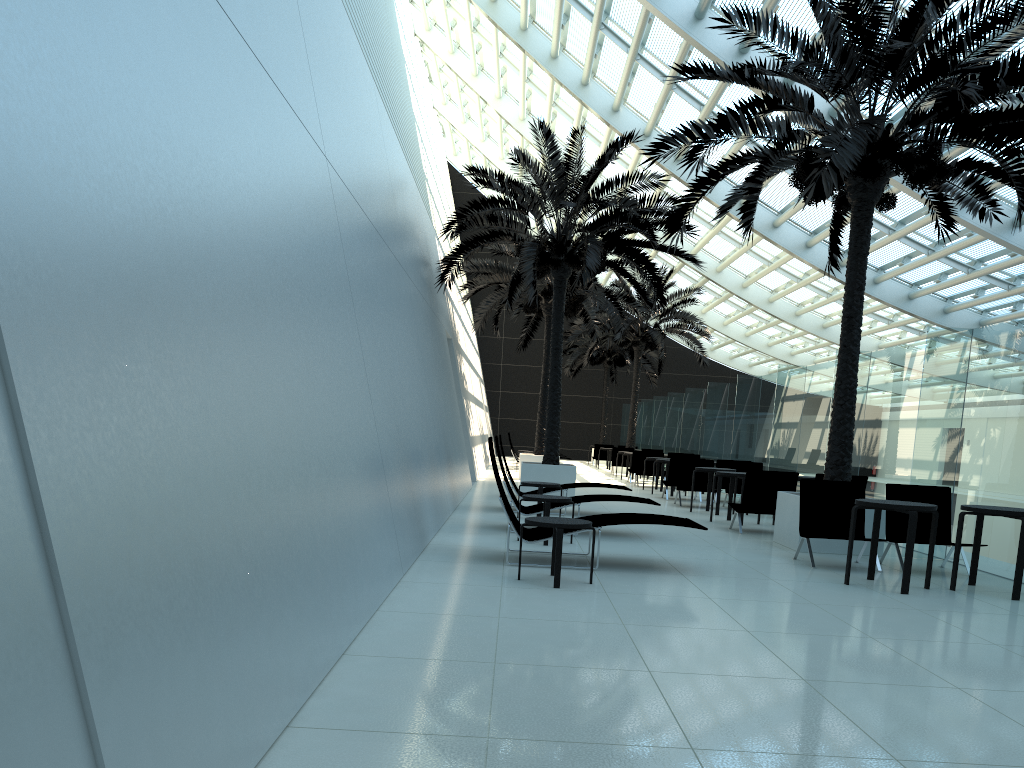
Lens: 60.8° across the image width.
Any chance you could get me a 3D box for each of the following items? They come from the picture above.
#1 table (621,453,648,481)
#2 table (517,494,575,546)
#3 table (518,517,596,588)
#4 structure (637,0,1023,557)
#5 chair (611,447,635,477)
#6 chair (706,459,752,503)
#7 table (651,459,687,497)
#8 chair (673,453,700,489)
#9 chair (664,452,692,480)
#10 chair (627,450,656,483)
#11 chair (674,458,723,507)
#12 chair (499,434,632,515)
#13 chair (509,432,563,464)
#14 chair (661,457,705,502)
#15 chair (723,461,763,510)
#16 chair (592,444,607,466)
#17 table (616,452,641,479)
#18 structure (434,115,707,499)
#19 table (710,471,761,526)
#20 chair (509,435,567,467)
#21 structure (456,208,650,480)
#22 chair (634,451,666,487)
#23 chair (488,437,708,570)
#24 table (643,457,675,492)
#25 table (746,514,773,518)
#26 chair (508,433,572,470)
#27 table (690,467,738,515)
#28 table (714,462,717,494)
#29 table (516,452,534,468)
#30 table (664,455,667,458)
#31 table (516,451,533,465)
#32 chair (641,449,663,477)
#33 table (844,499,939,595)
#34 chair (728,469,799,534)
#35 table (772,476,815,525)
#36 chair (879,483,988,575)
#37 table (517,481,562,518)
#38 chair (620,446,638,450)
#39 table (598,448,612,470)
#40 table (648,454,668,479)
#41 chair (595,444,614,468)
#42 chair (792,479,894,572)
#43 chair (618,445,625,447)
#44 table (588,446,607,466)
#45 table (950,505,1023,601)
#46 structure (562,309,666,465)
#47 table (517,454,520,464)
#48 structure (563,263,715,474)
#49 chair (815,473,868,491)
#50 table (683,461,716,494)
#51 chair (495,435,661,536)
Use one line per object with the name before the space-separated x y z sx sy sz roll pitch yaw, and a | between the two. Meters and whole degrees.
table | 3.507 2.364 24.806 0.673 0.789 0.679 6 4 43
table | 0.380 1.520 9.779 0.548 0.523 0.554 5 3 43
table | 0.368 1.382 7.210 0.548 0.523 0.554 5 3 43
structure | 4.064 -1.503 10.179 4.801 7.100 4.409 5 5 19
chair | 3.538 2.453 27.504 0.716 0.897 0.879 3 2 0
chair | 4.440 1.996 17.990 0.716 0.897 0.879 3 2 0
table | 3.481 2.063 19.170 0.673 0.789 0.679 6 4 43
chair | 4.444 2.206 21.931 0.716 0.897 0.879 3 2 0
chair | 4.466 2.298 23.626 0.716 0.897 0.879 3 2 0
chair | 3.535 2.246 23.623 0.716 0.897 0.879 3 2 0
chair | 3.487 1.852 16.280 0.716 0.897 0.879 3 2 0
chair | 0.796 1.412 13.469 2.036 1.171 0.912 3 3 0
chair | 0.885 2.450 32.864 2.036 1.171 0.912 3 3 0
chair | 3.509 1.945 17.988 0.716 0.897 0.879 3 2 0
chair | 4.418 1.904 16.283 0.716 0.897 0.879 3 2 0
chair | 3.586 2.849 34.884 0.716 0.897 0.879 3 2 0
table | 3.522 2.441 26.235 0.673 0.789 0.678 6 4 38
structure | 0.931 -1.279 15.894 4.650 6.912 4.218 2 5 -21
table | 3.454 1.753 13.383 0.673 0.789 0.679 6 4 43
chair | 0.873 2.308 30.215 2.036 1.171 0.912 3 3 0
structure | 0.755 -1.001 21.883 4.251 6.973 4.616 6 5 34
chair | 3.513 2.155 21.928 0.716 0.897 0.879 3 2 0
chair | 0.773 1.137 8.331 2.036 1.171 0.912 3 3 0
table | 3.497 2.141 20.634 0.673 0.789 0.678 6 4 38
table | 4.439 1.894 15.001 0.673 0.789 0.678 6 4 38
chair | 0.862 2.171 27.646 2.036 1.171 0.912 3 3 0
table | 3.471 1.840 14.999 0.673 0.789 0.678 6 4 38
table | 4.449 2.116 19.173 0.673 0.789 0.679 6 4 43
table | 0.468 2.554 29.095 0.548 0.523 0.554 5 3 43
table | 4.475 2.418 24.808 0.673 0.789 0.679 6 4 43
table | 0.480 2.695 31.744 0.548 0.523 0.554 5 3 43
chair | 4.469 2.505 27.507 0.716 0.897 0.879 3 2 0
table | 3.438 1.460 7.912 0.680 0.789 0.672 0 4 -43
chair | 3.482 1.635 12.201 0.716 0.897 0.879 3 2 0
table | 4.423 1.807 13.386 0.673 0.789 0.679 6 4 43
chair | 4.385 1.519 9.082 0.716 0.897 0.879 3 2 0
table | 0.391 1.657 12.348 0.548 0.523 0.554 5 3 43
chair | 4.495 2.809 33.191 0.716 0.897 0.879 3 2 0
table | 3.548 2.744 31.895 0.673 0.789 0.678 6 4 38
table | 4.491 2.495 26.238 0.673 0.789 0.678 6 4 38
chair | 3.564 2.757 33.188 0.716 0.897 0.879 3 2 0
chair | 3.454 1.467 9.079 0.716 0.897 0.879 3 2 0
chair | 4.518 2.901 34.887 0.716 0.897 0.879 3 2 0
table | 3.558 2.967 36.066 0.680 0.789 0.672 0 4 -43
table | 4.407 1.514 7.914 0.680 0.789 0.672 0 4 -43
structure | 4.210 -0.043 37.434 4.464 7.099 4.743 1 4 -21
table | 0.456 2.416 26.526 0.549 0.523 0.553 5 2 38
structure | 4.146 -0.480 29.299 4.827 7.101 4.384 3 4 -6
chair | 4.414 1.687 12.204 0.716 0.897 0.879 3 2 0
table | 4.465 2.195 20.637 0.673 0.789 0.678 6 4 38
chair | 0.785 1.275 10.900 2.036 1.171 0.912 3 3 0
